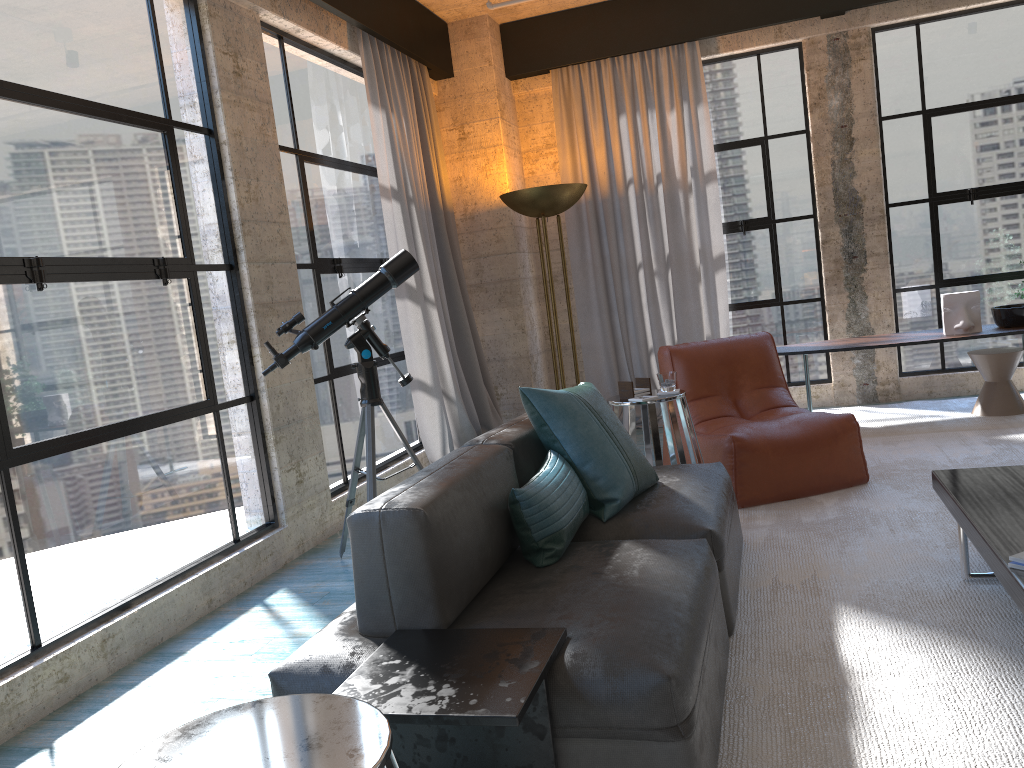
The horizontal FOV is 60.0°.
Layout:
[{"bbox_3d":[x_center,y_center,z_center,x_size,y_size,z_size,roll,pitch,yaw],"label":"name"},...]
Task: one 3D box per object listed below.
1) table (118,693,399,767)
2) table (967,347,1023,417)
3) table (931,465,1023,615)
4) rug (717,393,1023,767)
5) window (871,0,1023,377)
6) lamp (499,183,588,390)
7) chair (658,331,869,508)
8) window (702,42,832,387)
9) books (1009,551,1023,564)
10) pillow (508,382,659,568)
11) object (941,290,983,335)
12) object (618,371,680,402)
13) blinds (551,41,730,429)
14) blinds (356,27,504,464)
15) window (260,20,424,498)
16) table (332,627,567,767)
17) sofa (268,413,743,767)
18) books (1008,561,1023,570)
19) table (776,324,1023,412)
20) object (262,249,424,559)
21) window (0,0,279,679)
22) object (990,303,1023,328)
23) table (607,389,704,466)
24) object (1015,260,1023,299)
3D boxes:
[{"bbox_3d":[-0.380,0.824,1.428,0.620,0.472,0.620,-5,6,20],"label":"table"},{"bbox_3d":[3.098,-0.017,5.650,0.331,0.394,0.331,-11,7,-34],"label":"table"},{"bbox_3d":[1.778,0.528,2.423,0.900,0.309,1.500,-5,6,17],"label":"table"},{"bbox_3d":[1.769,0.649,2.746,2.954,0.032,7.768,-5,6,17],"label":"rug"},{"bbox_3d":[3.576,-1.381,6.239,1.780,2.530,0.081,-5,6,17],"label":"window"},{"bbox_3d":[0.331,-0.445,6.267,0.619,1.822,0.619,-5,6,17],"label":"lamp"},{"bbox_3d":[1.259,0.145,4.650,0.801,0.759,0.920,-9,6,-13],"label":"chair"},{"bbox_3d":[1.436,-1.178,6.888,1.780,2.530,0.081,-5,6,17],"label":"window"},{"bbox_3d":[1.447,0.419,2.182,0.318,0.011,0.252,-10,6,-24],"label":"books"},{"bbox_3d":[0.187,0.227,2.958,0.349,0.466,1.042,-4,7,27],"label":"pillow"},{"bbox_3d":[2.851,-0.448,5.607,0.214,0.259,0.154,-5,6,17],"label":"object"},{"bbox_3d":[0.625,0.008,4.022,0.287,0.096,0.206,-11,7,-33],"label":"object"},{"bbox_3d":[0.960,-1.146,6.655,1.187,2.986,0.404,-5,6,18],"label":"blinds"},{"bbox_3d":[-0.474,-0.898,5.945,0.384,2.985,1.131,-5,6,17],"label":"blinds"},{"bbox_3d":[-0.935,-0.733,5.477,0.081,2.530,1.780,-5,6,17],"label":"window"},{"bbox_3d":[-0.109,0.789,1.891,0.420,0.390,0.413,-5,6,17],"label":"table"},{"bbox_3d":[0.165,0.498,2.864,1.019,0.680,2.063,-5,6,17],"label":"sofa"},{"bbox_3d":[1.440,0.431,2.185,0.318,0.011,0.252,-10,7,-29],"label":"books"},{"bbox_3d":[2.666,-0.052,5.872,2.004,0.530,0.715,-6,6,15],"label":"table"},{"bbox_3d":[-0.668,0.138,3.903,0.617,1.406,0.595,-5,6,18],"label":"object"},{"bbox_3d":[-1.554,-0.433,3.340,0.081,2.530,1.780,-5,6,17],"label":"window"},{"bbox_3d":[3.232,-0.436,5.659,0.307,0.129,0.307,-11,7,-34],"label":"object"},{"bbox_3d":[0.656,0.350,4.104,0.549,0.603,0.549,-8,6,-4],"label":"table"},{"bbox_3d":[4.097,-0.797,5.637,1.641,1.708,0.971,-8,6,-7],"label":"object"}]
